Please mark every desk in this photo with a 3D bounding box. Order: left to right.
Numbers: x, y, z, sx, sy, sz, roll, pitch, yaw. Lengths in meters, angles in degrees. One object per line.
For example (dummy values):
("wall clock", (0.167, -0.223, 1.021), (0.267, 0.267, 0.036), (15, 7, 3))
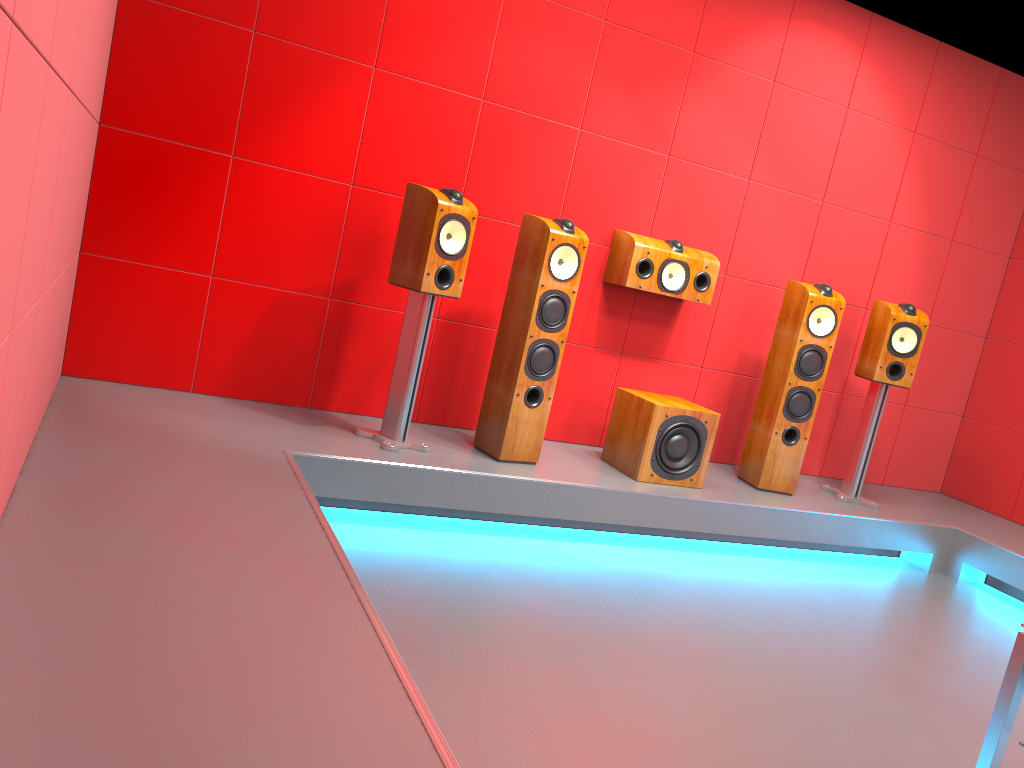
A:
("desk", (1.544, 0.894, 1.569), (1.617, 0.690, 0.594), (9, 9, -24))

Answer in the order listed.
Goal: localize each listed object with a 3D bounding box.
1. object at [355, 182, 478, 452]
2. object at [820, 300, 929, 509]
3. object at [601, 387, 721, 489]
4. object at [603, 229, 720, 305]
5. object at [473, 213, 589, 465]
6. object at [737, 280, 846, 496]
("object", (-0.382, -0.270, 3.599), (0.231, 1.058, 0.265), (5, 11, -44))
("object", (1.900, 0.095, 4.632), (0.231, 1.058, 0.265), (12, 8, -4))
("object", (0.694, 0.252, 4.165), (0.360, 0.360, 0.360), (9, 9, -24))
("object", (0.743, -0.576, 4.351), (0.493, 0.271, 0.235), (9, 9, -24))
("object", (0.084, -0.193, 3.811), (0.203, 1.052, 0.238), (7, 9, -34))
("object", (1.396, 0.014, 4.429), (0.203, 1.052, 0.238), (11, 8, -14))
